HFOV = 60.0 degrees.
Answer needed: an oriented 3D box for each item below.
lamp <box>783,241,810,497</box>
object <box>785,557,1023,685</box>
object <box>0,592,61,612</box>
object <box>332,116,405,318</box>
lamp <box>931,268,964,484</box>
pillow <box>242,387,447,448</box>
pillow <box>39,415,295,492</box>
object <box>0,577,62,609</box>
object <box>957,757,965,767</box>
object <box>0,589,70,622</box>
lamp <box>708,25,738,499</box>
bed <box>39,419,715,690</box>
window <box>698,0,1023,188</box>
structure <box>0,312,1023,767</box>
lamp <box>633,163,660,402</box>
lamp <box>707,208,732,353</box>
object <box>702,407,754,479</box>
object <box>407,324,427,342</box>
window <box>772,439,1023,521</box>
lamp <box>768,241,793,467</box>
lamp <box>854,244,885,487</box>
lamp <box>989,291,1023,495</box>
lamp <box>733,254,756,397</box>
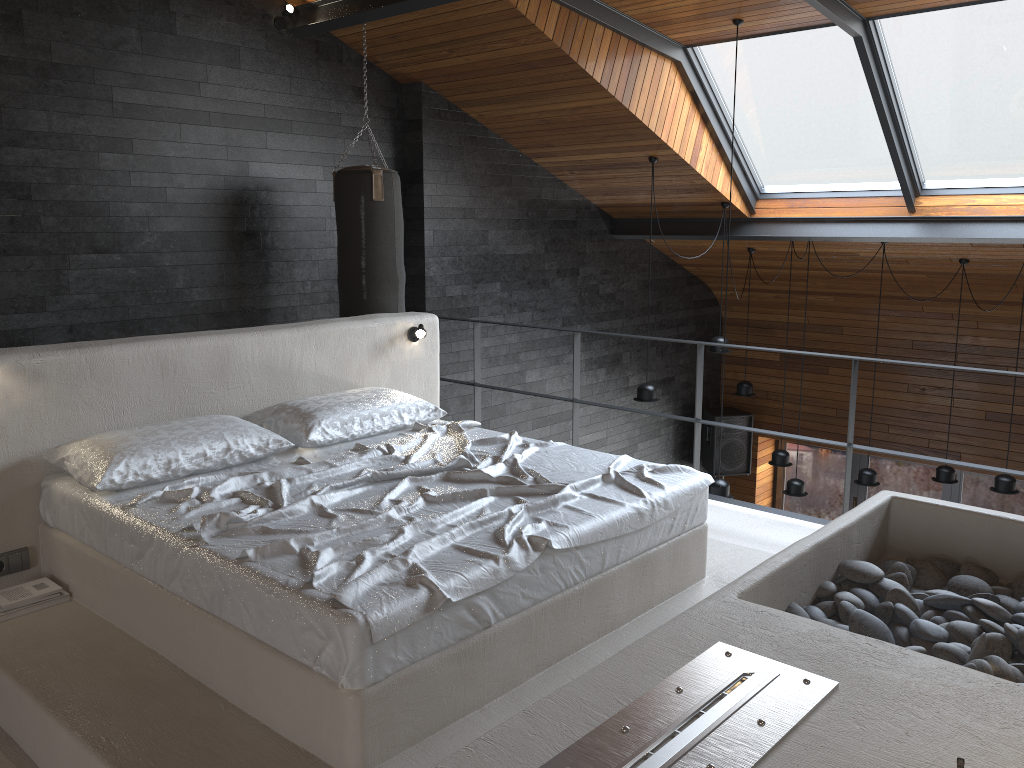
[{"bbox_3d":[2.459,-0.170,7.502,0.210,2.272,0.210,-2,10,-11],"label":"lamp"},{"bbox_3d":[1.630,0.801,2.368,1.842,0.246,1.436,9,13,41],"label":"object"},{"bbox_3d":[-1.816,0.787,3.278,0.231,0.015,0.159,-9,14,-42],"label":"object"},{"bbox_3d":[-0.907,-0.892,5.702,0.442,1.602,0.445,-4,11,-20],"label":"object"},{"bbox_3d":[3.689,-0.163,7.389,0.210,2.002,0.210,-2,10,-11],"label":"lamp"},{"bbox_3d":[-0.786,0.138,4.260,0.509,0.173,0.842,9,13,41],"label":"pillow"},{"bbox_3d":[-1.382,0.253,3.601,0.502,0.176,0.837,9,14,41],"label":"pillow"},{"bbox_3d":[-1.803,0.772,3.284,0.161,0.015,0.206,9,13,41],"label":"object"},{"bbox_3d":[0.683,0.668,1.222,0.245,0.234,0.301,-5,11,-28],"label":"object"},{"bbox_3d":[-1.807,0.807,3.277,0.176,0.028,0.269,9,13,41],"label":"object"},{"bbox_3d":[1.476,-0.774,6.073,0.210,3.207,0.210,-5,11,-25],"label":"lamp"},{"bbox_3d":[-0.522,0.536,3.516,2.011,0.484,1.826,9,13,41],"label":"bed"},{"bbox_3d":[3.150,-1.863,5.730,3.819,1.031,1.213,9,13,41],"label":"window"},{"bbox_3d":[0.258,0.552,2.810,4.614,1.120,2.634,9,13,41],"label":"structure"},{"bbox_3d":[1.076,-0.787,6.939,0.210,1.853,0.210,-2,10,-11],"label":"lamp"},{"bbox_3d":[1.760,-0.870,7.431,0.210,1.206,0.210,-2,10,-11],"label":"lamp"},{"bbox_3d":[2.308,1.441,10.030,0.639,2.298,0.686,-2,10,-10],"label":"object"},{"bbox_3d":[-0.520,-0.273,4.812,0.085,0.106,0.165,-4,11,-20],"label":"object"},{"bbox_3d":[5.298,1.582,8.676,5.937,1.521,0.101,9,13,41],"label":"window"},{"bbox_3d":[2.399,-0.288,7.754,0.210,2.035,0.210,-2,10,-11],"label":"lamp"},{"bbox_3d":[3.040,-0.152,7.420,0.210,2.033,0.210,-2,10,-11],"label":"lamp"},{"bbox_3d":[3.865,-0.104,6.797,0.210,1.911,0.210,-2,10,-11],"label":"lamp"},{"bbox_3d":[2.239,-0.573,8.420,0.210,1.369,0.210,-2,10,-11],"label":"lamp"}]
